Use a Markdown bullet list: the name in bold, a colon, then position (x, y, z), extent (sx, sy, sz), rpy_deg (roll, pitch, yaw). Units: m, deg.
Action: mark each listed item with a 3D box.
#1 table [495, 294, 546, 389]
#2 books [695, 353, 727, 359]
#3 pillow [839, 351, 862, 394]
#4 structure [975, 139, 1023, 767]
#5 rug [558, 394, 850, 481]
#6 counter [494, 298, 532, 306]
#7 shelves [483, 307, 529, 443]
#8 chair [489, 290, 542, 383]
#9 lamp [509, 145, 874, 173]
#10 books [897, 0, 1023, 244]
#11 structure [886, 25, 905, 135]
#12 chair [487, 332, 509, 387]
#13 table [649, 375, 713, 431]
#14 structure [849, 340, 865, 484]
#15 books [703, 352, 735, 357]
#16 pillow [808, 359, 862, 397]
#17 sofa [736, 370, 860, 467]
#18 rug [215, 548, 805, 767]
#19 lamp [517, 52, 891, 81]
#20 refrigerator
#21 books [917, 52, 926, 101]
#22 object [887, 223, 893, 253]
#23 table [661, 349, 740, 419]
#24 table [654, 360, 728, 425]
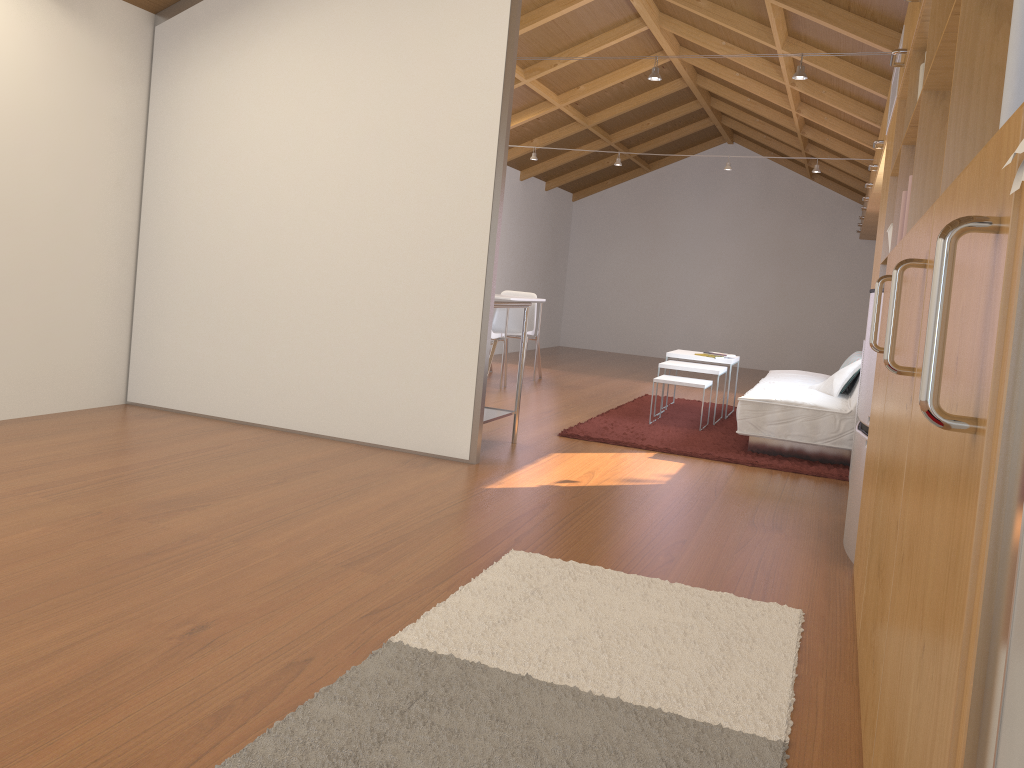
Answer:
- **table**: position (-0.449, -0.438, 7.762), extent (1.212, 0.740, 0.901), rpy_deg (7, 5, 20)
- **books**: position (1.495, -0.208, 6.639), extent (0.152, 0.016, 0.194), rpy_deg (0, 9, -40)
- **pillow**: position (2.364, -0.093, 6.184), extent (0.172, 0.250, 1.044), rpy_deg (7, 7, 20)
- **structure**: position (0.399, 0.342, 0.398), extent (0.316, 1.075, 0.726), rpy_deg (6, 4, 20)
- **rug**: position (1.592, 0.328, 6.059), extent (1.891, 0.020, 2.486), rpy_deg (8, 7, 20)
- **counter**: position (-0.984, -0.548, 4.919), extent (2.115, 0.021, 0.651), rpy_deg (8, 7, 20)
- **shelves**: position (-1.021, -0.157, 4.934), extent (2.098, 0.750, 0.633), rpy_deg (8, 5, 20)
- **chair**: position (-0.024, -0.450, 8.020), extent (0.533, 0.783, 0.548), rpy_deg (7, 4, 20)
- **lamp**: position (1.149, -2.011, 7.849), extent (3.839, 0.152, 0.073), rpy_deg (8, 4, 20)
- **books**: position (0.875, -0.636, 1.487), extent (0.189, 0.655, 3.116), rpy_deg (6, 7, 20)
- **structure**: position (1.807, -1.407, 4.169), extent (0.013, 0.299, 0.905), rpy_deg (6, 6, 20)
- **chair**: position (-0.340, -0.378, 7.169), extent (0.533, 0.783, 0.548), rpy_deg (7, 4, 20)
- **table**: position (1.152, 0.123, 6.011), extent (0.343, 0.307, 0.370), rpy_deg (7, 5, 20)
- **structure**: position (1.653, 0.161, 4.210), extent (0.013, 0.718, 0.821), rpy_deg (6, 5, 20)
- **books**: position (1.569, -0.223, 6.685), extent (0.194, 0.016, 0.152), rpy_deg (11, 9, 39)
- **pillow**: position (2.075, -0.054, 5.626), extent (0.267, 0.251, 0.348), rpy_deg (4, 5, -16)
- **sofa**: position (2.084, 0.068, 5.991), extent (0.865, 0.626, 2.360), rpy_deg (7, 7, 20)
- **rug**: position (-0.218, 0.766, 1.026), extent (0.919, 0.011, 3.730), rpy_deg (8, 7, 20)
- **lamp**: position (0.037, -1.756, 4.857), extent (3.839, 0.152, 0.073), rpy_deg (8, 4, 20)
- **refrigerator**: position (1.453, 0.142, 3.376), extent (0.262, 0.983, 0.714), rpy_deg (6, 4, 20)
- **books**: position (1.406, -0.943, 2.841), extent (0.176, 0.295, 0.280), rpy_deg (7, 5, 20)
- **object**: position (1.533, -0.528, 3.354), extent (0.203, 0.122, 0.350), rpy_deg (7, 7, 20)
- **table**: position (1.458, -0.010, 6.817), extent (0.487, 0.436, 0.525), rpy_deg (7, 5, 20)
- **table**: position (1.295, 0.054, 6.386), extent (0.425, 0.382, 0.459), rpy_deg (7, 5, 20)
